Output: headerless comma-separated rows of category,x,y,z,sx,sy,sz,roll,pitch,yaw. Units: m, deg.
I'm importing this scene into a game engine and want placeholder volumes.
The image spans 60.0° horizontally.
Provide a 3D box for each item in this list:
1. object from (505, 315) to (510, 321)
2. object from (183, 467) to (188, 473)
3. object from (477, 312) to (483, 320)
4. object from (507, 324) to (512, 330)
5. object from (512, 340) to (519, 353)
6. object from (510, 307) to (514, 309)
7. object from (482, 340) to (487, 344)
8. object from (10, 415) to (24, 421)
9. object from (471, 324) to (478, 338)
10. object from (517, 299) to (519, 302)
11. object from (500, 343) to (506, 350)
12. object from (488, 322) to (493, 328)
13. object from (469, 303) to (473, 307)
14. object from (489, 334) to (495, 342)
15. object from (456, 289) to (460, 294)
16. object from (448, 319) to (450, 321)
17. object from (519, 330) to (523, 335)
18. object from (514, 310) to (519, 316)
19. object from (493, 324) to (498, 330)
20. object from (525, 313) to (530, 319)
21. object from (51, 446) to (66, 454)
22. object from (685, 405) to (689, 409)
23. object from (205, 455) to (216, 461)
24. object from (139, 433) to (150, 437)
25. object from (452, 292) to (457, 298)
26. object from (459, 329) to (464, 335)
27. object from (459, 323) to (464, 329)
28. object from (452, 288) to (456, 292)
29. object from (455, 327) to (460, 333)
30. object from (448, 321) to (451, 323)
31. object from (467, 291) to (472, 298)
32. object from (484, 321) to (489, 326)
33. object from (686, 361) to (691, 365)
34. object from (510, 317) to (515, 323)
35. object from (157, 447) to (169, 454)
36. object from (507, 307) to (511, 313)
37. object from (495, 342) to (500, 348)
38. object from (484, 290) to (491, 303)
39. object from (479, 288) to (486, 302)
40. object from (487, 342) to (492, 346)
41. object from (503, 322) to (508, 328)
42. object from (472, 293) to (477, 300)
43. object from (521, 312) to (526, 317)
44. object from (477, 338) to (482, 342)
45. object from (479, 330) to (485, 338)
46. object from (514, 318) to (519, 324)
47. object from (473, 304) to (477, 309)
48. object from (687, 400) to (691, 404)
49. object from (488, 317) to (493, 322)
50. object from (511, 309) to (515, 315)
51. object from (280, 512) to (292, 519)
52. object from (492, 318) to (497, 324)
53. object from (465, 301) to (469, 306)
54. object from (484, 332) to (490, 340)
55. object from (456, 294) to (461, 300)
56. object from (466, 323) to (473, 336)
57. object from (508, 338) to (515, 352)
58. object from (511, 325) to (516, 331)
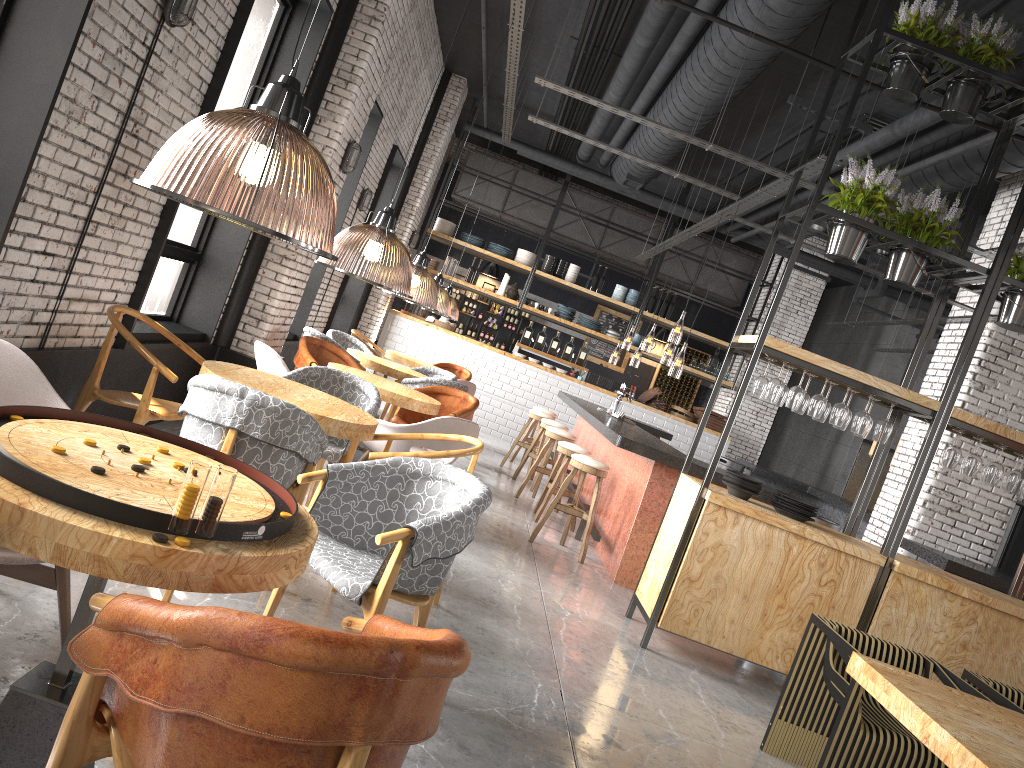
object,-0.079,-1.322,17.779,0.076,0.111,0.076,21,2,23
object,-0.830,0.225,2.285,0.032,0.010,0.032,19,3,-42
object,-0.629,-1.365,17.786,0.100,0.139,0.088,21,1,-1
object,-0.040,-1.153,17.806,0.081,0.113,0.071,21,2,-3
object,0.082,-0.754,17.820,0.079,0.280,0.079,21,1,1
object,0.023,-1.570,17.774,0.076,0.111,0.076,20,2,-27
object,-0.557,-0.830,17.797,0.092,0.108,0.105,21,2,9
object,-1.237,0.087,2.214,0.032,0.010,0.032,19,3,-42
object,-0.743,-1.064,17.787,0.079,0.280,0.079,20,2,-34
object,0.099,-1.660,17.776,0.076,0.111,0.076,21,2,-7
object,-0.180,-0.752,17.817,0.100,0.139,0.088,21,1,-1
object,-0.423,-1.181,17.802,0.089,0.101,0.111,20,2,-36
object,-0.817,-1.585,17.751,0.070,0.083,0.071,20,2,-12
object,-0.402,-0.930,17.806,0.100,0.139,0.088,21,1,-1
object,-1.080,-1.850,17.735,0.071,0.083,0.070,21,2,23
object,-1.278,-1.318,17.746,0.071,0.083,0.070,22,2,38
object,0.190,-1.039,17.809,0.088,0.108,0.107,19,2,-42
object,0.099,-1.423,17.782,0.076,0.111,0.076,21,2,-7
object,-0.326,-1.150,17.796,0.092,0.112,0.100,20,2,-16
object,0.343,-1.447,17.805,0.079,0.280,0.079,21,1,-9
object,-1.048,0.152,2.050,0.032,0.010,0.032,19,3,-42
object,3.526,0.459,17.851,0.079,0.079,0.281,21,2,-2
object,-0.865,0.214,2.539,0.032,0.010,0.032,19,3,-42
object,-1.039,0.149,2.507,0.032,0.010,0.032,19,3,-42
object,-1.148,-1.772,17.736,0.076,0.111,0.076,21,2,18
object,-1.016,-1.052,17.766,0.076,0.111,0.076,21,2,3
object,-1.015,-1.170,17.763,0.076,0.111,0.076,21,2,-7
object,-1.156,-1.879,17.733,0.070,0.083,0.071,20,2,-12
object,-1.092,-1.080,17.761,0.076,0.111,0.076,20,2,-27
object,-1.270,-1.226,17.750,0.071,0.083,0.070,21,2,23
object,-0.846,-1.803,17.744,0.079,0.156,0.079,21,2,28
object,-0.527,-1.225,17.788,0.118,0.111,0.086,20,2,-33
object,3.560,-0.424,17.785,0.079,0.079,0.284,21,2,-2
object,0.004,-1.291,17.782,0.076,0.111,0.076,20,2,-27
object,-0.941,0.178,2.390,0.032,0.010,0.032,19,3,-42
object,-0.055,-1.481,17.774,0.076,0.111,0.076,21,2,8
object,-0.290,-0.778,17.791,0.076,0.111,0.076,20,2,-37
object,-0.485,-1.759,17.773,0.079,0.280,0.079,20,1,-24
object,-0.573,-1.792,17.770,0.079,0.280,0.079,21,1,1
object,-0.456,-0.792,17.800,0.088,0.108,0.107,19,2,-42
object,-0.131,-1.187,17.802,0.081,0.113,0.071,21,2,-3
object,-0.745,-1.765,17.747,0.079,0.156,0.079,20,1,-17
object,0.254,-1.480,17.801,0.079,0.280,0.079,20,1,-29
object,-0.645,-0.865,17.792,0.092,0.112,0.100,20,2,-16
object,-0.599,-1.004,17.798,0.100,0.139,0.088,21,1,-1
object,0.088,-1.259,17.786,0.076,0.111,0.076,20,2,-37
object,-0.737,-1.555,17.754,0.070,0.083,0.071,20,2,-12
object,3.564,0.362,17.832,0.079,0.079,0.281,21,2,-2
object,-0.440,-1.296,17.798,0.089,0.101,0.111,20,2,-36
object,0.022,-1.452,17.777,0.076,0.111,0.076,21,2,18
object,-0.575,0.335,2.259,0.032,0.010,0.032,19,3,-42
object,-0.348,-1.260,17.802,0.089,0.101,0.111,20,2,-36
object,-0.905,-1.618,17.747,0.071,0.083,0.070,21,2,23
object,-0.498,-0.966,17.802,0.100,0.139,0.088,21,1,-1
object,-1.071,-1.743,17.741,0.076,0.111,0.076,21,2,-7
object,-0.832,-1.098,17.784,0.079,0.280,0.079,21,1,6
object,-0.003,-0.785,17.814,0.079,0.280,0.079,21,1,16
object,0.038,-1.124,17.809,0.081,0.113,0.071,21,2,-3
